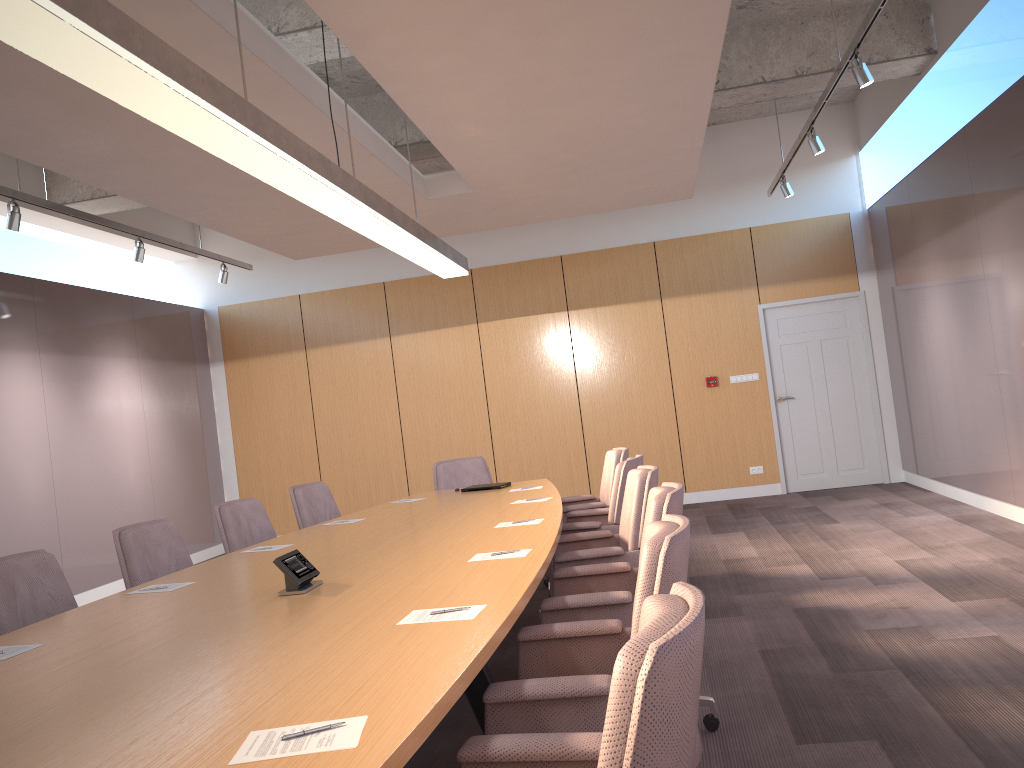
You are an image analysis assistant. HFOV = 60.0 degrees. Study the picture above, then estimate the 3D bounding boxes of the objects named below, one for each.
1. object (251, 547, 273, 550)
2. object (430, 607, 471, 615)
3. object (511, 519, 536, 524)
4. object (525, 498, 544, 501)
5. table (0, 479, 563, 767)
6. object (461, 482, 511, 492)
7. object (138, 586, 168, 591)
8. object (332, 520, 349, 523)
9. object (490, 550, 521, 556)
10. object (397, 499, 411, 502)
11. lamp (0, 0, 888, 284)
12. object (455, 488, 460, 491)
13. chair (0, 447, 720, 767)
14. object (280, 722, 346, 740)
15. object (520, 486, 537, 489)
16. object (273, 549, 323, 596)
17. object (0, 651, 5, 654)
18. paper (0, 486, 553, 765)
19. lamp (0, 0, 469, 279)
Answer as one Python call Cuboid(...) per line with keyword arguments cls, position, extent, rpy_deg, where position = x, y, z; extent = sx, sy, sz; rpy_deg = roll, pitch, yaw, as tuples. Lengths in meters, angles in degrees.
Cuboid(cls="object", position=(-1.316, 0.863, 4.646), extent=(0.125, 0.009, 0.009), rpy_deg=(-7, -2, 4))
Cuboid(cls="object", position=(-0.180, 0.665, 2.610), extent=(0.125, 0.009, 0.009), rpy_deg=(-7, -2, -7))
Cuboid(cls="object", position=(0.059, 0.689, 4.454), extent=(0.125, 0.009, 0.009), rpy_deg=(-7, -2, -8))
Cuboid(cls="object", position=(0.144, 0.706, 5.444), extent=(0.125, 0.009, 0.009), rpy_deg=(-7, -2, 1))
Cuboid(cls="table", position=(-0.809, 1.139, 3.073), extent=(1.885, 0.748, 8.000), rpy_deg=(-7, -2, 9))
Cuboid(cls="object", position=(-0.195, 0.776, 6.680), extent=(0.325, 0.026, 0.231), rpy_deg=(-8, -2, 21))
Cuboid(cls="object", position=(-1.511, 0.861, 3.733), extent=(0.125, 0.009, 0.009), rpy_deg=(-7, -2, -1))
Cuboid(cls="object", position=(-1.074, 0.858, 5.515), extent=(0.125, 0.009, 0.009), rpy_deg=(-7, -2, 2))
Cuboid(cls="object", position=(-0.024, 0.673, 3.545), extent=(0.125, 0.009, 0.009), rpy_deg=(-7, -2, -7))
Cuboid(cls="object", position=(-0.791, 0.851, 6.468), extent=(0.125, 0.009, 0.009), rpy_deg=(-8, -2, 17))
Cuboid(cls="lamp", position=(-1.107, -2.064, 3.427), extent=(5.699, 1.321, 12.467), rpy_deg=(-7, -2, 9))
Cuboid(cls="object", position=(-0.421, 0.810, 6.804), extent=(0.039, 0.019, 0.070), rpy_deg=(-7, -2, 3))
Cuboid(cls="chair", position=(-0.846, 1.039, 2.973), extent=(3.001, 0.948, 9.673), rpy_deg=(-7, -2, 10))
Cuboid(cls="object", position=(-0.381, 0.664, 1.703), extent=(0.125, 0.009, 0.009), rpy_deg=(-6, -2, -21))
Cuboid(cls="object", position=(0.120, 0.733, 6.276), extent=(0.125, 0.009, 0.009), rpy_deg=(-7, -2, -12))
Cuboid(cls="object", position=(-0.796, 0.697, 3.308), extent=(0.110, 0.139, 0.200), rpy_deg=(-7, -2, 9))
Cuboid(cls="object", position=(-1.666, 0.853, 2.797), extent=(0.125, 0.009, 0.009), rpy_deg=(-7, -2, -4))
Cuboid(cls="paper", position=(-0.846, 0.769, 3.175), extent=(1.713, 0.001, 6.800), rpy_deg=(-7, -2, 9))
Cuboid(cls="lamp", position=(-1.097, -1.789, 3.528), extent=(0.200, 1.864, 6.974), rpy_deg=(-7, -2, 9))
